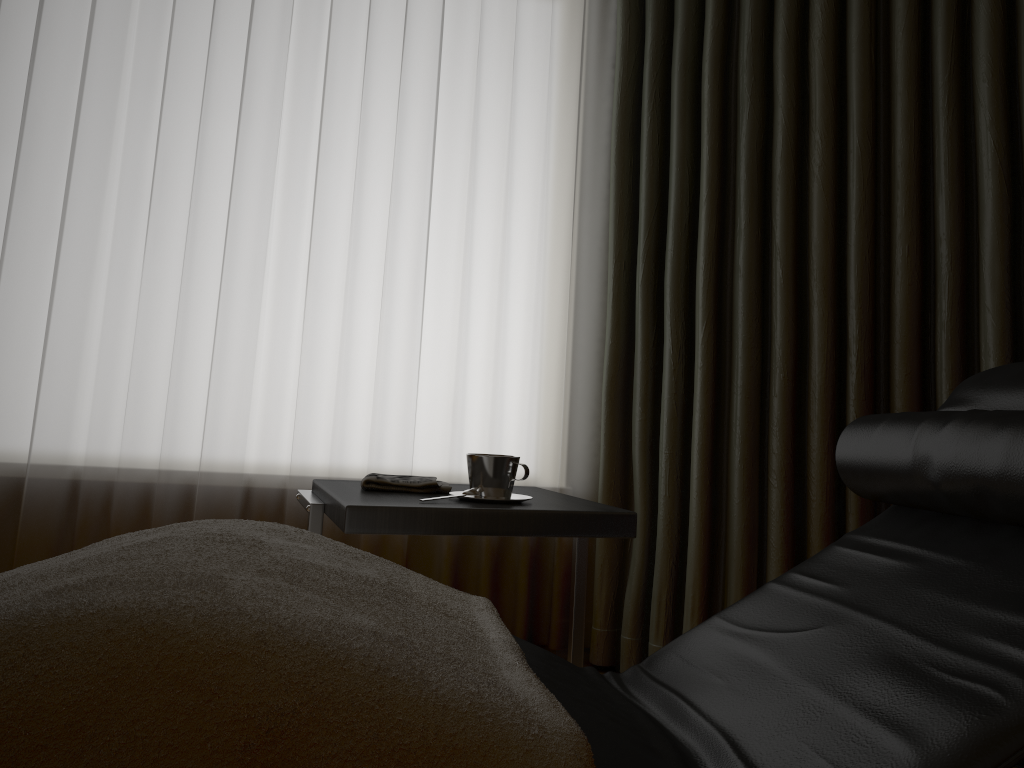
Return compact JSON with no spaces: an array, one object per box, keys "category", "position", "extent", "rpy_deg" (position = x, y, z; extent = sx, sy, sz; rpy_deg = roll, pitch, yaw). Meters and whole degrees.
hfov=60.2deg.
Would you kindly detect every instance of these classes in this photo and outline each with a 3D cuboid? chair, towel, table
[{"category":"chair","position":[0.096,0.309,0.976],"extent":[1.786,0.807,0.630],"rpy_deg":[4,-6,-9]},{"category":"towel","position":[-0.209,0.196,1.743],"extent":[0.178,0.036,0.239],"rpy_deg":[4,-3,-6]},{"category":"table","position":[-0.102,0.232,1.679],"extent":[0.498,0.045,0.514],"rpy_deg":[4,-3,-18]}]

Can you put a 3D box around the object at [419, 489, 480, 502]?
[{"category":"object","position":[-0.107,0.190,1.509],"extent":[0.123,0.020,0.029],"rpy_deg":[5,-5,-40]}]

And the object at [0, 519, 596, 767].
[{"category":"object","position":[-0.436,0.425,0.889],"extent":[0.907,0.526,0.910],"rpy_deg":[4,-4,-9]}]

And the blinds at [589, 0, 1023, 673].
[{"category":"blinds","position":[0.898,-0.445,2.182],"extent":[1.531,2.480,0.222],"rpy_deg":[-1,-9,35]}]

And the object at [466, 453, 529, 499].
[{"category":"object","position":[-0.030,0.168,1.586],"extent":[0.110,0.079,0.097],"rpy_deg":[4,-5,-8]}]

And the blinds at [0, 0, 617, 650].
[{"category":"blinds","position":[-0.763,-0.463,2.483],"extent":[2.193,2.317,0.091],"rpy_deg":[4,-8,-9]}]

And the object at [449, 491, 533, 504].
[{"category":"object","position":[-0.038,0.204,1.581],"extent":[0.150,0.009,0.149],"rpy_deg":[3,-3,-4]}]
